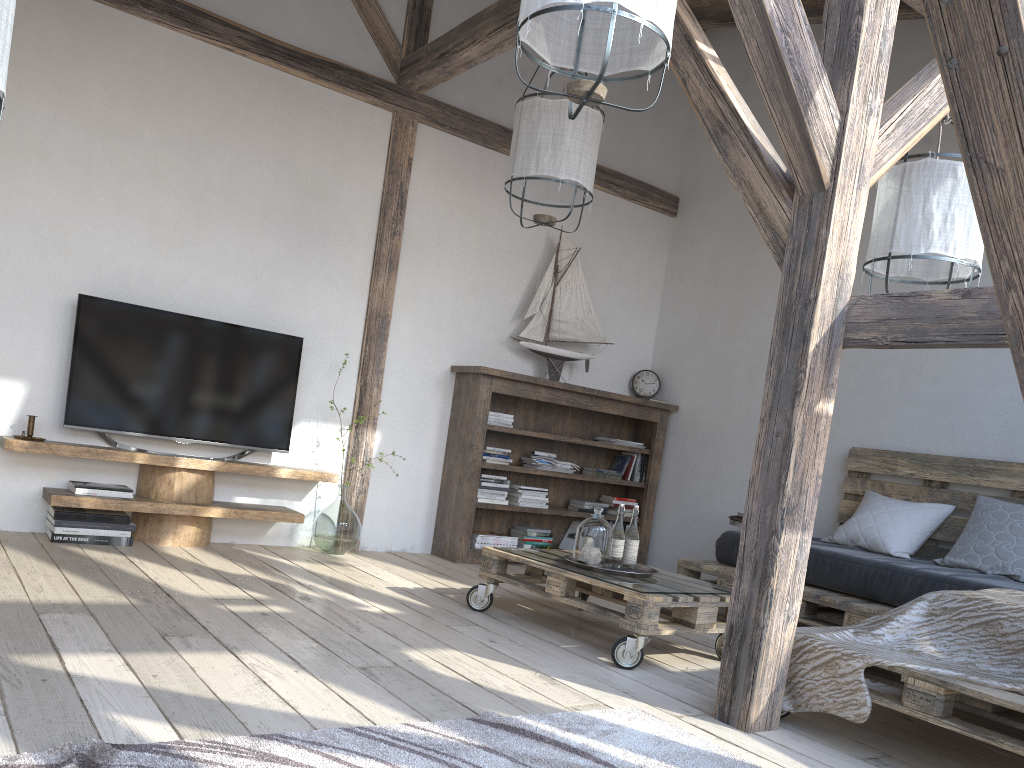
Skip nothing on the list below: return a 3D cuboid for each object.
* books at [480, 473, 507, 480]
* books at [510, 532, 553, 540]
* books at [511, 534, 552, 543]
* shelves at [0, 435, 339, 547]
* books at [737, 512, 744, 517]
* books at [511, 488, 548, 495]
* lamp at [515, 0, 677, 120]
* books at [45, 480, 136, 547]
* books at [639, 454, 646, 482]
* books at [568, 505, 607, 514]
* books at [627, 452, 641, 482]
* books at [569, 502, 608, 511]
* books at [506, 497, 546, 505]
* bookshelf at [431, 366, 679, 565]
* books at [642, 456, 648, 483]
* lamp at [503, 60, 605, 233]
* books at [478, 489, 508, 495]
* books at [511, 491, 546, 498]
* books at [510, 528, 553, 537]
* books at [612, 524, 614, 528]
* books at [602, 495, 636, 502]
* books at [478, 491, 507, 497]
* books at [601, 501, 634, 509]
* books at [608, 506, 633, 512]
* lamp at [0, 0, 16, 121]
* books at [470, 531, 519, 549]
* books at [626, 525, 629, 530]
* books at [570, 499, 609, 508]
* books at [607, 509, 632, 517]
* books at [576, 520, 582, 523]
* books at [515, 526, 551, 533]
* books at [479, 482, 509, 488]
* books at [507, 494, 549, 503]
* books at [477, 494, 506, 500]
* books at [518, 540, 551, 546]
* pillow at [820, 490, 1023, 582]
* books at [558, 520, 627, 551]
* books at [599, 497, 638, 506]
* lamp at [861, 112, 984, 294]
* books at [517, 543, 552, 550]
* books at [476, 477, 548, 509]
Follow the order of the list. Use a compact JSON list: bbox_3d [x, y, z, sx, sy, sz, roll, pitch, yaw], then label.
[{"bbox_3d":[-0.146,0.569,5.442,0.186,0.018,0.138,11,-5,-35],"label":"books"},{"bbox_3d":[0.127,0.988,5.732,0.231,0.013,0.172,11,-5,-31],"label":"books"},{"bbox_3d":[0.125,1.003,5.717,0.226,0.021,0.156,11,-5,-34],"label":"books"},{"bbox_3d":[-1.676,0.592,4.445,1.616,0.452,0.327,11,-1,-35],"label":"shelves"},{"bbox_3d":[1.438,0.779,5.138,0.205,0.021,0.149,9,-4,-6],"label":"books"},{"bbox_3d":[0.096,0.689,5.664,0.221,0.017,0.156,10,-4,-30],"label":"books"},{"bbox_3d":[0.281,-1.389,2.279,0.404,1.309,0.402,10,3,32],"label":"lamp"},{"bbox_3d":[-2.015,0.618,4.222,0.363,0.265,0.288,9,-1,-35],"label":"books"},{"bbox_3d":[0.874,0.583,6.164,0.021,0.201,0.135,6,2,-35],"label":"books"},{"bbox_3d":[0.510,0.853,5.957,0.229,0.024,0.151,10,-4,-26],"label":"books"},{"bbox_3d":[0.837,0.576,6.147,0.021,0.202,0.134,6,2,-35],"label":"books"},{"bbox_3d":[0.518,0.831,5.962,0.213,0.023,0.158,11,-5,-35],"label":"books"},{"bbox_3d":[0.084,0.749,5.638,0.221,0.017,0.156,11,-5,-35],"label":"books"},{"bbox_3d":[0.303,0.602,5.747,1.637,1.179,0.344,9,2,-35],"label":"bookshelf"},{"bbox_3d":[0.891,0.594,6.188,0.020,0.186,0.138,6,2,-35],"label":"books"},{"bbox_3d":[0.220,-1.246,3.908,0.399,1.088,0.406,8,2,7],"label":"lamp"},{"bbox_3d":[-0.160,0.657,5.445,0.221,0.017,0.156,10,-4,-30],"label":"books"},{"bbox_3d":[0.102,0.705,5.637,0.186,0.018,0.138,11,-5,-35],"label":"books"},{"bbox_3d":[0.128,0.968,5.732,0.223,0.025,0.173,11,-5,-39],"label":"books"},{"bbox_3d":[0.639,1.062,6.053,0.021,0.220,0.156,6,2,-35],"label":"books"},{"bbox_3d":[0.743,0.797,6.122,0.203,0.019,0.141,11,-5,-35],"label":"books"},{"bbox_3d":[-0.163,0.676,5.465,0.221,0.017,0.156,11,-5,-35],"label":"books"},{"bbox_3d":[0.744,0.841,6.098,0.204,0.026,0.160,10,-4,-27],"label":"books"},{"bbox_3d":[0.729,0.863,6.097,0.203,0.021,0.151,4,-5,44],"label":"books"},{"bbox_3d":[-0.979,-1.332,1.438,0.407,1.902,0.398,8,3,7],"label":"lamp"},{"bbox_3d":[-0.150,0.976,5.514,0.319,0.088,0.236,11,-4,-35],"label":"books"},{"bbox_3d":[0.749,1.085,6.147,0.021,0.220,0.156,6,2,-35],"label":"books"},{"bbox_3d":[0.523,0.809,5.961,0.230,0.024,0.150,11,-5,-39],"label":"books"},{"bbox_3d":[0.734,0.890,6.098,0.163,0.030,0.217,11,-5,-41],"label":"books"},{"bbox_3d":[0.444,1.033,5.957,0.108,0.206,0.155,7,1,-35],"label":"books"},{"bbox_3d":[0.138,0.947,5.731,0.201,0.021,0.131,11,-5,-35],"label":"books"},{"bbox_3d":[-0.150,0.618,5.453,0.221,0.021,0.156,11,-5,-40],"label":"books"},{"bbox_3d":[0.101,0.735,5.646,0.221,0.017,0.156,10,-4,-30],"label":"books"},{"bbox_3d":[-0.173,0.694,5.466,0.220,0.021,0.156,11,-5,-35],"label":"books"},{"bbox_3d":[0.122,1.024,5.718,0.226,0.021,0.156,11,-5,-39],"label":"books"},{"bbox_3d":[2.065,0.685,4.233,0.353,0.355,1.120,8,-3,-34],"label":"pillow"},{"bbox_3d":[0.554,1.034,6.017,0.414,0.249,0.199,10,0,-34],"label":"books"},{"bbox_3d":[0.738,0.816,6.097,0.220,0.021,0.156,11,-4,-31],"label":"books"},{"bbox_3d":[1.594,-1.030,3.221,0.407,1.523,0.398,8,3,7],"label":"lamp"},{"bbox_3d":[0.115,1.053,5.720,0.225,0.039,0.172,11,-4,-35],"label":"books"},{"bbox_3d":[-0.036,0.680,5.563,0.553,0.152,0.204,11,-3,-35],"label":"books"}]
